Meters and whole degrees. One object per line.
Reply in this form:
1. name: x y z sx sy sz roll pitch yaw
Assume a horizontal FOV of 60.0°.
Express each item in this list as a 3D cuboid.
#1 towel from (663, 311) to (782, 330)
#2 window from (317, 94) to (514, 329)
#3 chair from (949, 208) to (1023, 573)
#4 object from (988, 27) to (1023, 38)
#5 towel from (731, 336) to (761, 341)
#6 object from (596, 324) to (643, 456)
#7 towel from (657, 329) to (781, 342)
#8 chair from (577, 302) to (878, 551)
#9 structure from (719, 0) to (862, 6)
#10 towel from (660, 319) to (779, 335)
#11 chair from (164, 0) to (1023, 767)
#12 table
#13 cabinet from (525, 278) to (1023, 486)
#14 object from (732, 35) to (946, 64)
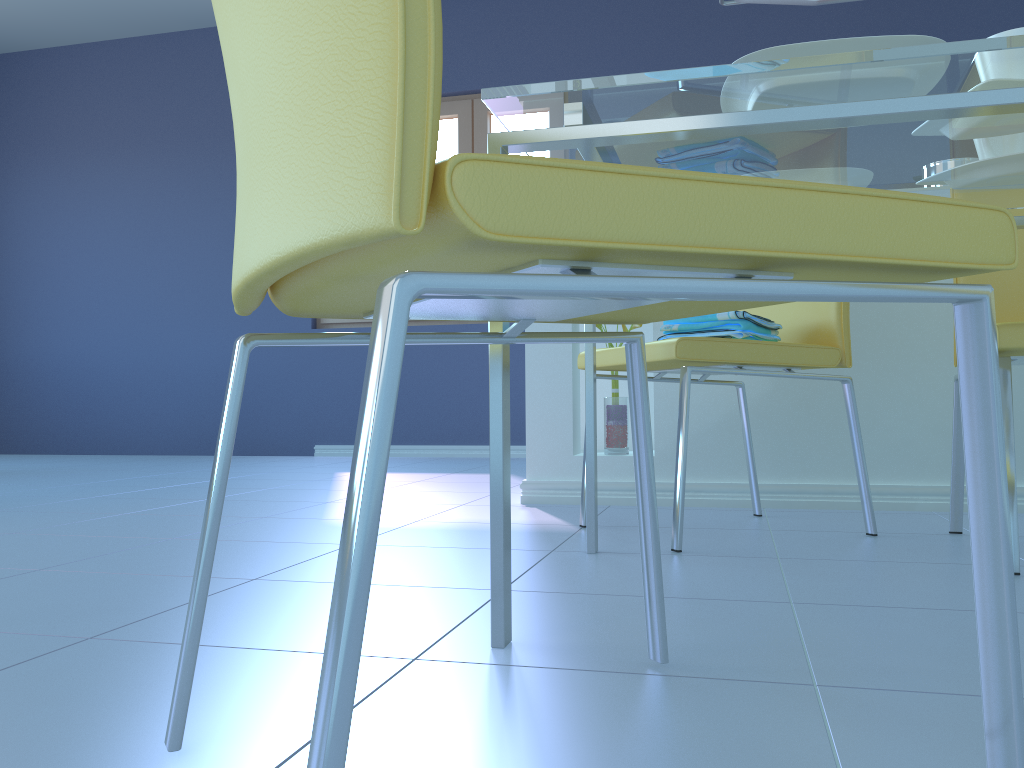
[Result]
1. towel: 0.428 -0.125 1.818 0.190 0.033 0.195 -2 -2 40
2. window: -0.400 -0.949 4.874 1.475 1.263 0.142 -1 -2 14
3. chair: 0.983 -0.063 1.511 0.387 0.695 0.484 -1 -2 17
4. object: 0.597 -0.354 1.029 0.111 0.083 0.091 0 -2 -14
5. towel: 0.424 -0.080 1.820 0.201 0.024 0.195 -2 -2 34
6. object: 0.276 -0.021 2.394 0.229 0.423 0.067 -2 -2 45
7. towel: 0.424 -0.093 1.815 0.201 0.024 0.195 -2 -2 39
8. chair: 0.437 -0.050 1.829 0.484 0.695 0.387 0 -2 -22
9. structure: 1.039 -1.703 2.532 0.895 0.962 0.695 -1 -2 14
10. towel: 0.425 -0.109 1.818 0.192 0.027 0.195 -2 -2 35
11. chair: 0.016 -0.081 0.616 0.484 0.695 0.387 0 -2 -28
12. table: 0.624 -0.013 1.131 1.173 0.590 0.730 -1 -2 14
13. cabinet: 1.178 -0.062 3.255 2.139 0.800 2.200 -1 -2 14
14. object: 0.345 -0.322 0.970 0.228 0.020 0.228 -1 -2 11
